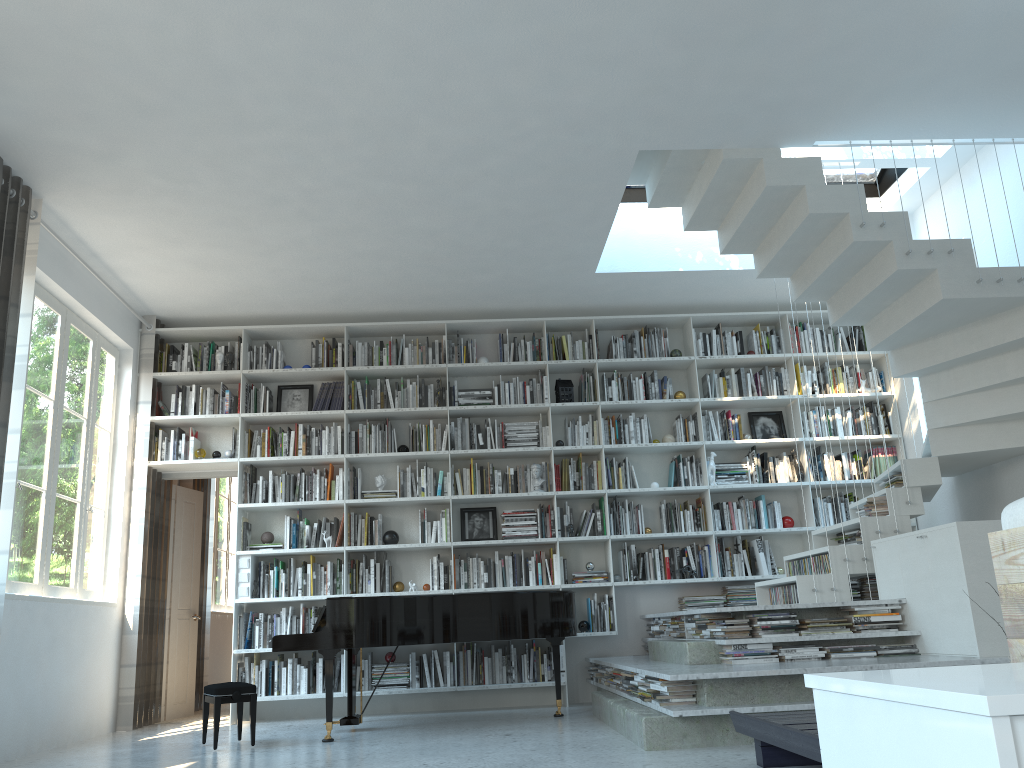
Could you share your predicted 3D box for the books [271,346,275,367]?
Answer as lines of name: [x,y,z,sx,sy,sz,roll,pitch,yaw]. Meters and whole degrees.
books: [-2.023,-0.184,7.520,0.013,0.252,0.129,-2,-15,-3]

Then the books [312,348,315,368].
books: [-1.669,-0.180,7.532,0.028,0.217,0.153,-2,-15,-3]

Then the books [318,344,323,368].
books: [-1.617,-0.198,7.533,0.028,0.248,0.156,-2,-15,-3]

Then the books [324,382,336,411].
books: [-1.522,0.138,7.447,0.097,0.281,0.174,-2,-15,-3]

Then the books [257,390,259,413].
books: [-2.099,0.183,7.396,0.018,0.218,0.187,-2,-15,-3]

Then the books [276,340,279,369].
books: [-1.981,-0.208,7.533,0.007,0.300,0.146,-2,-15,-3]

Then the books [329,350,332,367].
books: [-1.528,-0.171,7.536,0.027,0.189,0.178,-2,-15,-3]

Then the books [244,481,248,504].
books: [-2.147,0.902,7.217,0.026,0.208,0.155,-2,-15,-3]

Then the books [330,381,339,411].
books: [-1.490,0.139,7.469,0.078,0.285,0.174,-2,-15,-3]

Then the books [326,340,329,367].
books: [-1.561,-0.212,7.540,0.011,0.273,0.184,-2,-15,-3]

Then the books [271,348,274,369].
books: [-2.009,-0.171,7.508,0.013,0.219,0.181,-2,-15,-3]

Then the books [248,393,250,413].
books: [-2.179,0.197,7.406,0.015,0.206,0.173,-2,-15,-3]

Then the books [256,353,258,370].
books: [-2.143,-0.150,7.513,0.017,0.193,0.129,-2,-15,-3]

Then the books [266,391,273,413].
books: [-2.021,0.183,7.399,0.012,0.213,0.186,-2,-15,-3]

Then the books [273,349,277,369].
books: [-1.992,-0.171,7.501,0.021,0.213,0.174,-2,-15,-3]

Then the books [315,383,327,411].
books: [-1.598,0.148,7.461,0.110,0.279,0.174,-2,-15,-3]

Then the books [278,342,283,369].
books: [-1.971,-0.201,7.544,0.015,0.292,0.131,-2,-15,-3]

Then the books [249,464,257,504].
books: [-2.107,0.835,7.216,0.012,0.332,0.185,-2,-15,-3]

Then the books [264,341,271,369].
books: [-2.062,-0.202,7.498,0.015,0.278,0.191,-2,-15,-3]

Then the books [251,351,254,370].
books: [-2.180,-0.158,7.507,0.032,0.209,0.159,-2,-15,-3]

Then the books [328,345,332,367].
books: [-1.551,-0.195,7.567,0.013,0.254,0.129,-2,-15,-3]

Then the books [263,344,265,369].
books: [-2.085,-0.188,7.510,0.016,0.260,0.154,-2,-15,-3]

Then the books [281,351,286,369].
books: [-1.941,-0.164,7.528,0.013,0.209,0.137,-2,-15,-3]

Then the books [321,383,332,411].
books: [-1.552,0.147,7.464,0.110,0.279,0.174,-2,-15,-3]

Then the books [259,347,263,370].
books: [-2.114,-0.177,7.510,0.016,0.242,0.156,-2,-15,-3]

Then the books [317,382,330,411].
books: [-1.574,0.142,7.446,0.110,0.279,0.174,-2,-15,-3]

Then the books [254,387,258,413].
books: [-2.122,0.169,7.393,0.004,0.245,0.189,-2,-15,-3]

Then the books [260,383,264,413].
books: [-2.078,0.155,7.414,0.005,0.280,0.191,-2,-15,-3]

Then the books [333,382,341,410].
books: [-1.467,0.140,7.475,0.078,0.285,0.174,-2,-15,-3]

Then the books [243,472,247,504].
books: [-2.169,0.869,7.234,0.012,0.284,0.160,-2,-15,-3]

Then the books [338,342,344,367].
books: [-1.454,-0.205,7.548,0.031,0.253,0.178,-2,-15,-3]

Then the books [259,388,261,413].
books: [-2.089,0.174,7.410,0.019,0.243,0.154,-2,-15,-3]

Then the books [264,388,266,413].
books: [-2.046,0.169,7.412,0.011,0.249,0.168,-2,-15,-3]

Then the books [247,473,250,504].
books: [-2.125,0.869,7.209,0.027,0.265,0.176,-2,-15,-3]

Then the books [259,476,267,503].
books: [-2.025,0.882,7.217,0.022,0.235,0.177,-2,-15,-3]

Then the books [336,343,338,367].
books: [-1.481,-0.203,7.560,0.022,0.259,0.152,-2,-15,-3]

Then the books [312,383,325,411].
books: [-1.620,0.146,7.451,0.110,0.279,0.174,-2,-15,-3]

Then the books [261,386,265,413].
books: [-2.063,0.163,7.403,0.023,0.257,0.184,-2,-15,-3]

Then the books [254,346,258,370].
books: [-2.158,-0.180,7.506,0.012,0.248,0.180,-2,-15,-3]

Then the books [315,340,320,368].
books: [-1.644,-0.212,7.537,0.024,0.279,0.188,-2,-15,-3]

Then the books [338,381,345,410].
books: [-1.421,0.133,7.460,0.078,0.285,0.174,-2,-15,-3]

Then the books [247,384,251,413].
books: [-2.192,0.157,7.412,0.006,0.286,0.148,-2,-15,-3]

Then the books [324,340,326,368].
books: [-1.584,-0.213,7.551,0.013,0.282,0.167,-2,-15,-3]

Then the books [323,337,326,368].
books: [-1.599,-0.226,7.569,0.014,0.320,0.137,-2,-15,-3]

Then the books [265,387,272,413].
books: [-2.035,0.166,7.412,0.012,0.254,0.167,-2,-15,-3]

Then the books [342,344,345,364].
books: [-1.419,-0.201,7.564,0.039,0.251,0.147,-2,-15,-3]

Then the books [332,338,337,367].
books: [-1.505,-0.226,7.541,0.025,0.296,0.164,-2,-15,-3]

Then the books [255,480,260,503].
books: [-2.057,0.901,7.227,0.042,0.208,0.144,-2,-15,-3]

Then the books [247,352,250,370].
books: [-2.211,-0.156,7.499,0.017,0.203,0.143,-2,-15,-3]

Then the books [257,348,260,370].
books: [-2.128,-0.170,7.502,0.013,0.224,0.177,-2,-15,-3]

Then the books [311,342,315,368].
books: [-1.691,-0.205,7.550,0.013,0.277,0.151,-2,-15,-3]

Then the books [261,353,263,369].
books: [-2.099,-0.151,7.513,0.014,0.192,0.146,-2,-15,-3]

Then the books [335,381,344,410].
books: [-1.444,0.138,7.472,0.078,0.285,0.174,-2,-15,-3]

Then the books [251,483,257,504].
books: [-2.079,0.909,7.205,0.037,0.181,0.189,-2,-15,-3]

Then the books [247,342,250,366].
books: [-2.225,-0.192,7.517,0.007,0.284,0.160,-2,-15,-3]

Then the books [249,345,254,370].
books: [-2.201,-0.181,7.512,0.007,0.258,0.157,-2,-15,-3]

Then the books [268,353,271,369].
books: [-2.041,-0.151,7.505,0.026,0.182,0.162,-2,-15,-3]

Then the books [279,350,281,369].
books: [-1.954,-0.162,7.516,0.014,0.201,0.171,-2,-15,-3]

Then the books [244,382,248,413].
books: [-2.206,0.152,7.402,0.005,0.292,0.184,-2,-15,-3]
